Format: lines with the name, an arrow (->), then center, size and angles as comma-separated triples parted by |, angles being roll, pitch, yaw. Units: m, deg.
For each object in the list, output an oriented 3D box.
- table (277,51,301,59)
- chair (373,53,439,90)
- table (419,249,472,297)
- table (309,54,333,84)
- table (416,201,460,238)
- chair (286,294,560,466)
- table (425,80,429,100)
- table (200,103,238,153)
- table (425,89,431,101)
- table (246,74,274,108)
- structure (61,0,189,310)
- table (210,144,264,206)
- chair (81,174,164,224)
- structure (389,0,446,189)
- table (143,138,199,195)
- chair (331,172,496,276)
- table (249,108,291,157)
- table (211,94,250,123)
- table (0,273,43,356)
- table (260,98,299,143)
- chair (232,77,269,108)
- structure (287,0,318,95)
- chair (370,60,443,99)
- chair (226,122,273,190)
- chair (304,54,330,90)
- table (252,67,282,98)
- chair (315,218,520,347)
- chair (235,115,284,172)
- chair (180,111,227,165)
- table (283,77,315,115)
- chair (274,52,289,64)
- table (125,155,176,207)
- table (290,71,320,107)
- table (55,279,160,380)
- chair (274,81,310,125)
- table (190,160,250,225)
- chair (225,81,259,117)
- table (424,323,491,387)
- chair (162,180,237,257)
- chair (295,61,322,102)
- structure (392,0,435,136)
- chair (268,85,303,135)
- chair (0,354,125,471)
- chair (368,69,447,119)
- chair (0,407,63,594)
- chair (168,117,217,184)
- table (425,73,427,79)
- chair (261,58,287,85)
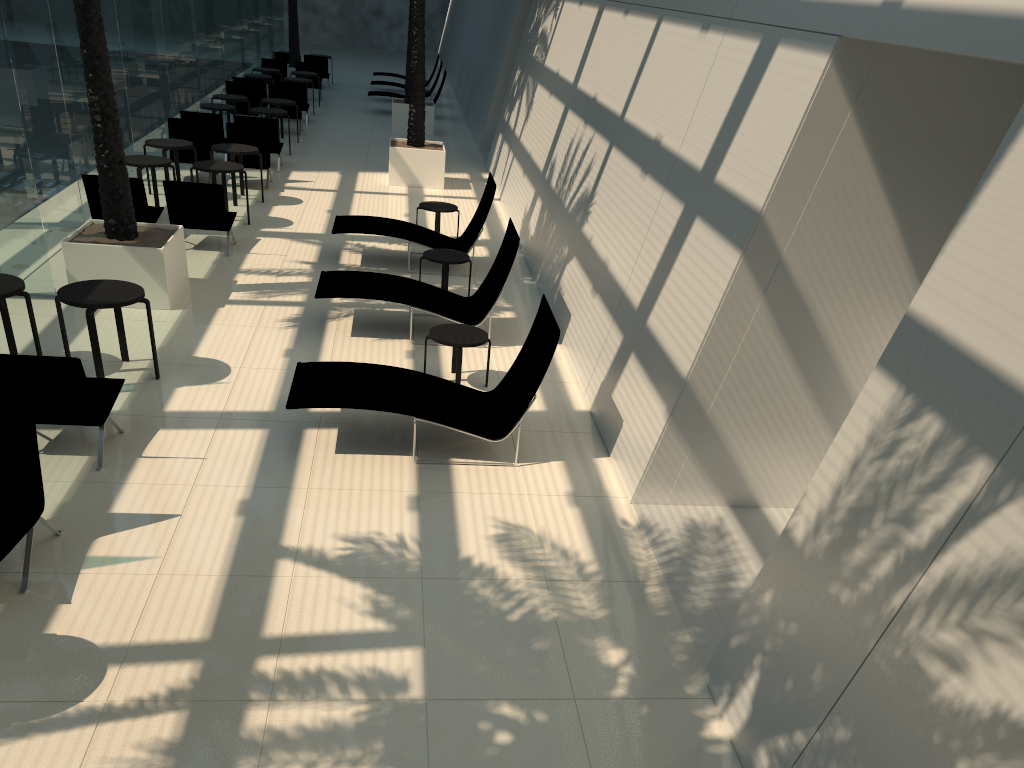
table -> -7.038, -10.035, 27.530 | 0.655, 0.839, 0.653 | 26, 34, 33
chair -> -3.356, -9.871, 27.554 | 2.038, 1.244, 0.853 | 2, 28, -8
table -> -0.800, -1.286, 10.459 | 0.537, 0.556, 0.529 | 23, 32, 30
table -> -6.078, -9.991, 27.665 | 0.655, 0.839, 0.653 | 26, 34, 33
table -> -1.074, -2.310, 12.607 | 0.540, 0.556, 0.526 | 21, 31, 26
chair -> -0.743, -0.086, 7.044 | 2.038, 1.244, 0.853 | 2, 28, -8
table -> -2.857, -8.990, 26.606 | 0.537, 0.556, 0.529 | 23, 32, 30
table -> -5.683, -4.961, 16.894 | 0.663, 0.839, 0.645 | 21, 31, 26
table -> -2.583, -7.965, 24.459 | 0.537, 0.556, 0.529 | 23, 32, 30
table -> -6.283, -7.208, 21.605 | 0.663, 0.839, 0.645 | 21, 31, 26
structure -> -3.905, -4.209, 7.712 | 4.817, 7.534, 4.120 | -1, 30, -13
table -> -4.270, -3.252, 13.543 | 0.659, 0.839, 0.649 | 23, 33, 29
chair -> -4.915, -2.269, 11.118 | 0.717, 0.954, 0.820 | 2, 28, -8
structure -> -1.375, -6.955, 14.412 | 4.209, 7.400, 4.375 | 18, 31, 22
table -> -5.230, -3.297, 13.408 | 0.659, 0.839, 0.649 | 23, 33, 29
chair -> -1.299, -2.168, 11.406 | 2.038, 1.244, 0.853 | 2, 28, -8
table -> -4.723, -4.916, 17.029 | 0.663, 0.839, 0.645 | 21, 31, 26
table -> -5.830, -5.544, 18.119 | 0.659, 0.839, 0.649 | 23, 33, 29
table -> -4.484, -0.469, 7.480 | 0.663, 0.839, 0.645 | 21, 31, 26
table -> -4.870, -5.500, 18.254 | 0.659, 0.839, 0.649 | 23, 33, 29
chair -> -6.110, -6.745, 20.501 | 0.717, 0.954, 0.820 | 2, 28, -8
structure -> -5.946, -11.835, 23.695 | 4.800, 7.535, 4.134 | 10, 29, 8
chair -> -3.082, -8.847, 25.406 | 2.038, 1.244, 0.853 | 2, 28, -8
chair -> -4.420, -3.775, 14.490 | 0.717, 0.954, 0.820 | 2, 28, -8
chair -> -5.954, -9.575, 26.651 | 0.717, 0.954, 0.820 | 2, 28, -8
table -> -6.446, -7.852, 22.957 | 0.659, 0.839, 0.649 | 23, 33, 29
chair -> -1.025, -1.143, 9.259 | 2.038, 1.244, 0.853 | 2, 28, -8
chair -> -4.586, -4.450, 15.909 | 0.717, 0.954, 0.820 | 2, 28, -8
chair -> -5.509, -4.493, 15.780 | 0.717, 0.954, 0.820 | 2, 28, -8
table -> -5.323, -7.164, 21.740 | 0.663, 0.839, 0.645 | 21, 31, 26
chair -> -6.877, -9.617, 26.521 | 0.717, 0.954, 0.820 | 2, 28, -8
table -> -5.087, -2.727, 12.212 | 0.663, 0.839, 0.645 | 21, 31, 26
table -> -5.486, -7.808, 23.092 | 0.659, 0.839, 0.649 | 23, 33, 29
table -> -3.524, -0.425, 7.615 | 0.663, 0.839, 0.645 | 21, 31, 26
chair -> -5.187, -6.703, 20.631 | 0.717, 0.954, 0.820 | 2, 28, -8
table -> -4.126, -2.683, 12.347 | 0.663, 0.839, 0.645 | 21, 31, 26
chair -> -5.943, -6.065, 19.072 | 0.717, 0.954, 0.820 | 2, 28, -8
table -> -0.518, -0.229, 8.245 | 0.537, 0.556, 0.529 | 23, 32, 30
chair -> -3.992, -2.226, 11.248 | 0.717, 0.954, 0.820 | 2, 28, -8
chair -> -5.636, -8.330, 24.039 | 0.717, 0.954, 0.820 | 2, 28, -8
structure -> -2.219, -9.327, 19.410 | 4.584, 7.334, 4.015 | -10, 32, -26
chair -> -5.020, -6.022, 19.202 | 0.717, 0.954, 0.820 | 2, 28, -8
chair -> -3.387, 0.041, 6.496 | 0.717, 0.954, 0.820 | 2, 28, -8
chair -> -2.808, -7.822, 23.258 | 2.038, 1.244, 0.853 | 2, 28, -8
chair -> -3.220, 0.717, 5.077 | 0.717, 0.954, 0.820 | 2, 28, -8
chair -> -5.343, -3.817, 14.361 | 0.717, 0.954, 0.820 | 2, 28, -8
table -> -3.131, -10.014, 28.754 | 0.537, 0.556, 0.529 | 23, 32, 30
chair -> -6.559, -8.373, 23.909 | 0.717, 0.954, 0.820 | 2, 28, -8
